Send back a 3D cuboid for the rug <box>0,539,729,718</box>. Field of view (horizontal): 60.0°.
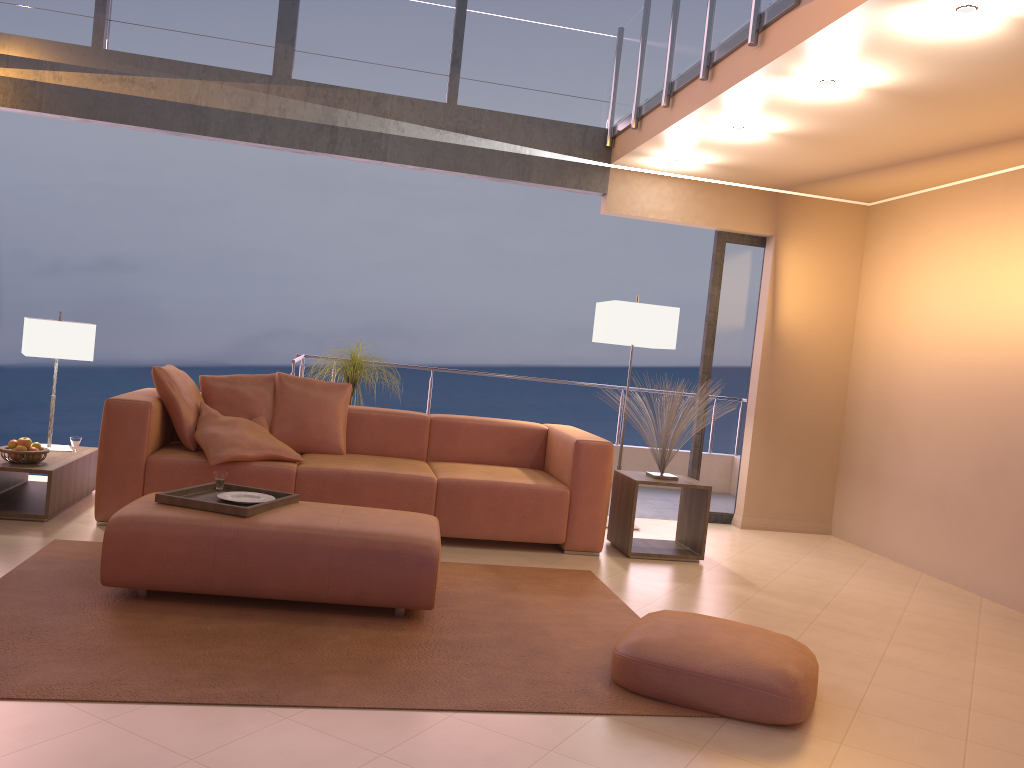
[{"bbox_3d":[-0.698,0.909,3.528,2.626,0.005,1.833,6,2,-11],"label":"rug"}]

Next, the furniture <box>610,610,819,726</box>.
[{"bbox_3d":[0.735,0.992,3.189,0.699,0.226,0.659,7,2,19],"label":"furniture"}]

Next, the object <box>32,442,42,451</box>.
[{"bbox_3d":[-2.501,0.331,4.665,0.045,0.053,0.051,6,2,12],"label":"object"}]

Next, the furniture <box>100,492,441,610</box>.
[{"bbox_3d":[-0.954,0.675,3.741,1.291,0.301,0.685,6,2,-6],"label":"furniture"}]

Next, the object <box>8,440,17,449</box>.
[{"bbox_3d":[-2.592,0.313,4.610,0.047,0.046,0.054,5,2,-25],"label":"object"}]

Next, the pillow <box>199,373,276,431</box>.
[{"bbox_3d":[-1.591,0.143,5.235,0.492,0.446,0.255,5,2,-28],"label":"pillow"}]

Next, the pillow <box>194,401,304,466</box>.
[{"bbox_3d":[-1.485,0.267,4.866,0.517,0.292,0.514,4,3,-42],"label":"pillow"}]

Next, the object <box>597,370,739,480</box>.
[{"bbox_3d":[0.917,0.242,5.388,0.703,0.634,0.700,7,2,35],"label":"object"}]

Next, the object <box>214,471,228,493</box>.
[{"bbox_3d":[-1.287,0.435,3.908,0.061,0.091,0.061,5,2,-27],"label":"object"}]

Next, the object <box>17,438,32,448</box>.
[{"bbox_3d":[-2.539,0.311,4.617,0.068,0.061,0.069,8,3,40],"label":"object"}]

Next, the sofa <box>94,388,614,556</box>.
[{"bbox_3d":[-0.863,0.497,5.235,2.781,0.672,0.943,6,2,-11],"label":"sofa"}]

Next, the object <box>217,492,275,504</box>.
[{"bbox_3d":[-1.137,0.491,3.792,0.240,0.018,0.240,8,3,43],"label":"object"}]

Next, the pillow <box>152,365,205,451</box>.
[{"bbox_3d":[-1.847,0.131,4.994,0.314,0.455,0.519,5,2,-15],"label":"pillow"}]

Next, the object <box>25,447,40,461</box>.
[{"bbox_3d":[-2.500,0.365,4.619,0.074,0.076,0.072,6,2,-1],"label":"object"}]

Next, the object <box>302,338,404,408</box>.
[{"bbox_3d":[-1.151,0.222,6.230,0.703,1.088,0.729,4,3,-42],"label":"object"}]

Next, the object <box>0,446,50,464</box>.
[{"bbox_3d":[-2.553,0.372,4.638,0.235,0.071,0.235,5,2,-19],"label":"object"}]

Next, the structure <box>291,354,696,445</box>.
[{"bbox_3d":[0.312,0.254,7.221,4.176,0.541,1.663,6,2,-11],"label":"structure"}]

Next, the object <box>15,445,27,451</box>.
[{"bbox_3d":[-2.531,0.340,4.572,0.055,0.047,0.045,5,2,-34],"label":"object"}]

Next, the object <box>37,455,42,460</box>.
[{"bbox_3d":[-2.503,0.379,4.679,0.046,0.046,0.055,5,2,-33],"label":"object"}]

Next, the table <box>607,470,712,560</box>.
[{"bbox_3d":[0.875,0.778,5.322,0.469,0.436,0.415,6,2,-11],"label":"table"}]

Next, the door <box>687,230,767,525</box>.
[{"bbox_3d":[1.622,-0.035,6.588,0.480,2.160,0.056,6,2,-11],"label":"door"}]

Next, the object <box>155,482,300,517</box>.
[{"bbox_3d":[-1.193,0.483,3.757,0.421,0.034,0.436,6,2,14],"label":"object"}]

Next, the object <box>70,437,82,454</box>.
[{"bbox_3d":[-2.503,0.352,5.081,0.061,0.091,0.061,7,2,29],"label":"object"}]

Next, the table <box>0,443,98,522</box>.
[{"bbox_3d":[-2.623,0.526,4.897,0.412,0.268,0.918,6,2,-11],"label":"table"}]

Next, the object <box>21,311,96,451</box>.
[{"bbox_3d":[-2.658,-0.024,5.158,0.344,0.799,0.344,5,2,-32],"label":"object"}]

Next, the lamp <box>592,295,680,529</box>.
[{"bbox_3d":[0.779,0.177,6.089,0.454,1.578,0.454,6,2,-11],"label":"lamp"}]

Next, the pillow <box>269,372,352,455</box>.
[{"bbox_3d":[-1.207,0.183,5.307,0.470,0.468,0.211,5,2,-16],"label":"pillow"}]
